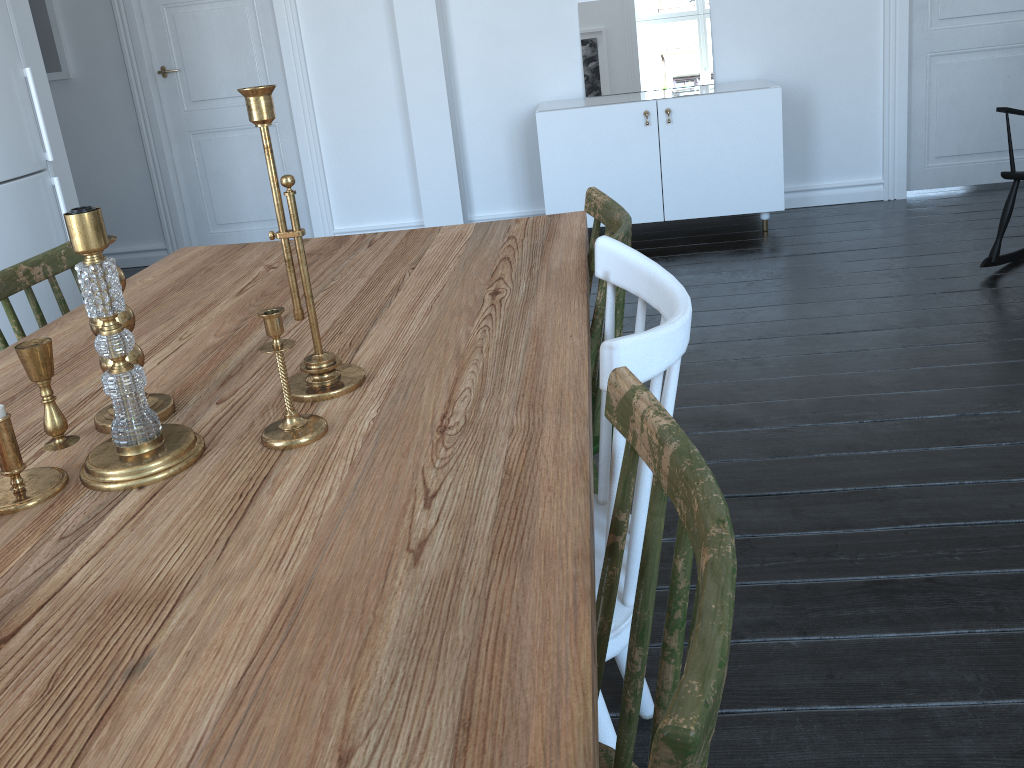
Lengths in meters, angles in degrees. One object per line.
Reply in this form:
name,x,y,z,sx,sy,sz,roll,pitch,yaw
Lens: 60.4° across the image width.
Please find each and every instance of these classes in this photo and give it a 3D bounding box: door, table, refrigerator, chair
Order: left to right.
refrigerator,-2.179,-0.806,3.260,0.680,1.744,0.596,-5,17,6
chair,-0.722,0.137,1.784,0.485,0.801,0.484,-5,18,5
door,-1.692,-1.926,5.012,1.040,2.396,0.120,-5,17,6
table,-0.374,0.393,1.195,1.017,0.692,2.311,-4,22,6
chair,-0.040,0.470,0.772,0.485,0.801,0.484,-5,18,5
chair,0.016,0.085,1.704,0.485,0.800,0.484,-5,18,5
chair,0.014,0.266,1.238,0.509,0.815,0.483,-5,18,6
door,2.521,-2.227,4.563,1.168,2.396,0.120,-5,17,6
chair,2.320,-0.982,3.451,0.924,0.973,0.621,-21,23,-36

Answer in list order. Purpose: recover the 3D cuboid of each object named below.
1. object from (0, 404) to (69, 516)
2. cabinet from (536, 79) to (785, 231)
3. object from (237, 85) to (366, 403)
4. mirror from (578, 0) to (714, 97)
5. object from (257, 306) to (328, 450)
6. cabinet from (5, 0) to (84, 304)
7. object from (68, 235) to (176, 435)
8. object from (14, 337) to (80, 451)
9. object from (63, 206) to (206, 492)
object,-0.566,0.073,0.987,0.102,0.110,0.106,-9,19,-7
cabinet,0.771,-1.161,4.673,1.199,0.712,0.611,-4,19,6
object,-0.281,-0.185,1.161,0.115,0.397,0.115,-17,20,-30
mirror,0.725,-1.846,4.774,0.695,0.487,0.056,-4,17,6
object,-0.272,-0.011,1.048,0.082,0.155,0.081,-19,22,-34
cabinet,-2.487,-0.447,1.729,0.779,2.291,3.932,-4,21,10
object,-0.517,-0.067,1.147,0.101,0.239,0.104,3,20,29
object,-0.584,0.014,1.106,0.049,0.134,0.051,-5,17,6
object,-0.453,-0.049,1.004,0.143,0.301,0.142,-21,23,-39
